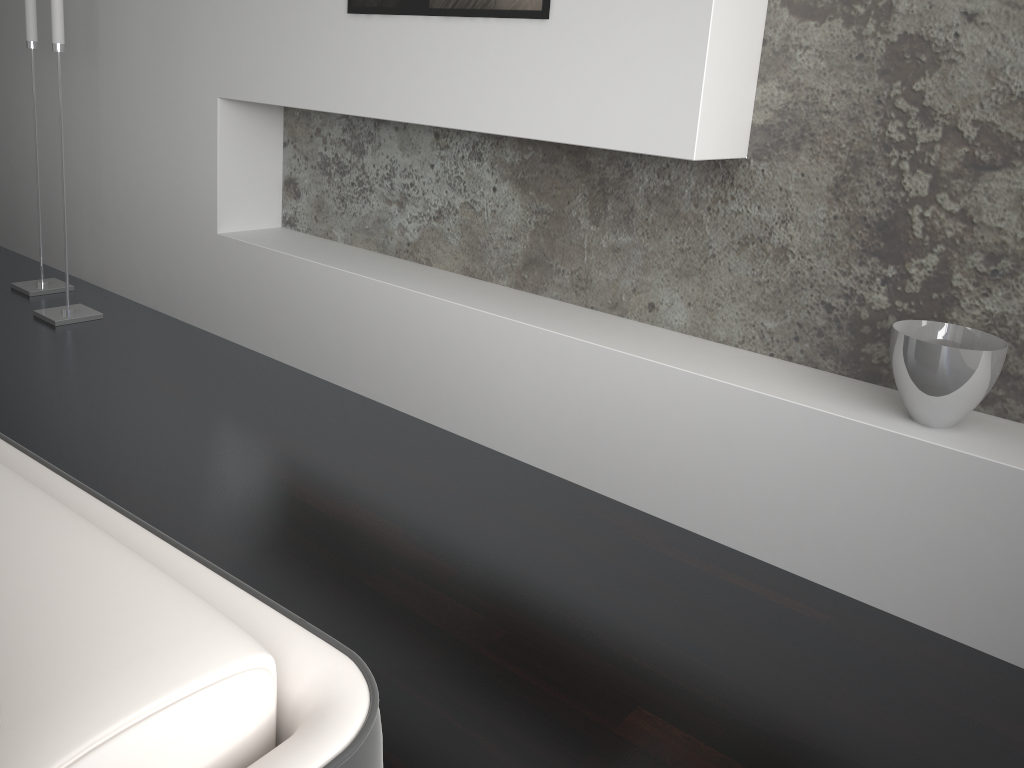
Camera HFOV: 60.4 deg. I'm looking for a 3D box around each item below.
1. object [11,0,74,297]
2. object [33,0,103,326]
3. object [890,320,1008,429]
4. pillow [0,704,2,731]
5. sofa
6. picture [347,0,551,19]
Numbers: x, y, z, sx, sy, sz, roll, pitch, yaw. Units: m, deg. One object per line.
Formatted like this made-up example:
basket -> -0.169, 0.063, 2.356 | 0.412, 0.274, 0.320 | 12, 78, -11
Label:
object -> -1.921, -1.057, 3.550 | 0.183, 1.357, 0.182 | 15, 17, 36
object -> -1.638, -0.913, 3.203 | 0.183, 1.357, 0.182 | 15, 17, 36
object -> 0.890, -0.012, 1.829 | 0.218, 0.185, 0.219 | 15, 20, 30
pillow -> -0.509, 0.256, 0.448 | 0.598, 0.493, 0.302 | 19, 21, 40
sofa -> -1.234, 0.269, 0.857 | 2.272, 0.642, 0.934 | 18, 22, 34
picture -> -0.160, -1.474, 2.282 | 0.757, 0.977, 0.004 | 17, 18, 37
